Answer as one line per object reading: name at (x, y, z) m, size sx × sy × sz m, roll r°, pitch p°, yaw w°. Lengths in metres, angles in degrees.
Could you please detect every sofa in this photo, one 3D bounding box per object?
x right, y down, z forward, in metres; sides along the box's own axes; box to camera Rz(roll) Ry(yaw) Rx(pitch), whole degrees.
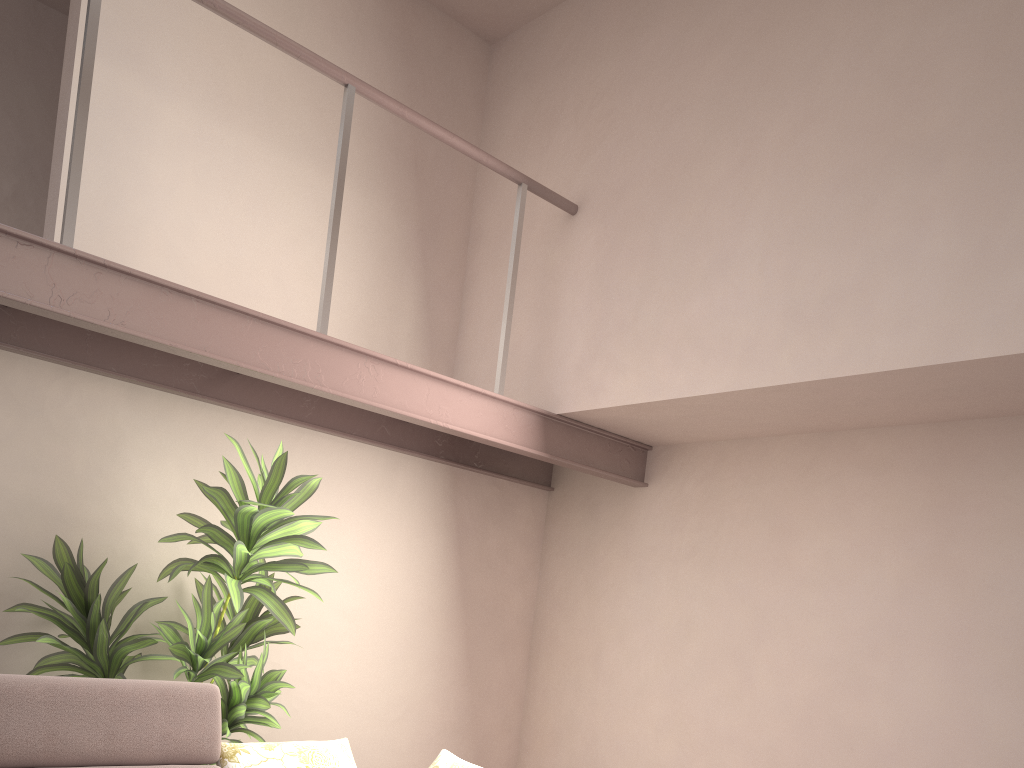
sofa at (-0.879, 1.225, 2.025) m, size 3.281 × 0.926 × 2.135 m, roll 19°, pitch -17°, yaw -41°

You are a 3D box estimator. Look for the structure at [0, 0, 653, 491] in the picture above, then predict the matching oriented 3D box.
structure at (-1.244, -0.139, 1.330) m, size 7.482 × 3.159 × 3.729 m, roll 18°, pitch -14°, yaw -41°
